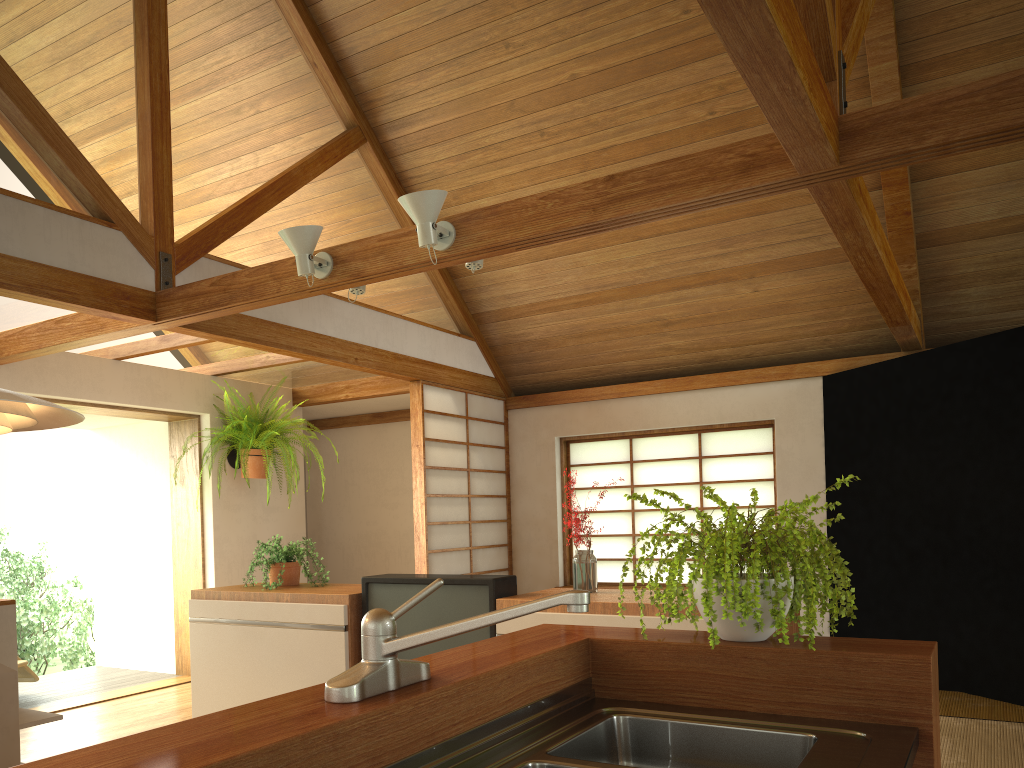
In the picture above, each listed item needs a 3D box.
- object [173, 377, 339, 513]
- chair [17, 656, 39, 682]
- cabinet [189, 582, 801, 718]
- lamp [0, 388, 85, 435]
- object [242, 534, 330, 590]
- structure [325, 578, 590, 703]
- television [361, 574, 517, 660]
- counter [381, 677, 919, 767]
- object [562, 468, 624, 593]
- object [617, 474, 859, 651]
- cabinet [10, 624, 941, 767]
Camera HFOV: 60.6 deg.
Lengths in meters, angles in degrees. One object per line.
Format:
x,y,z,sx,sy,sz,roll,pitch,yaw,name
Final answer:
-1.874,0.471,6.647,1.117,1.122,1.214,-4,-5,23,object
-3.598,1.792,5.596,0.814,0.623,1.232,-2,-7,4,chair
-0.253,1.255,3.734,2.835,0.736,0.523,-7,-5,32,cabinet
-1.443,-1.018,1.088,0.602,2.140,1.671,-2,-3,41,lamp
-1.158,0.941,4.398,0.486,0.374,0.592,-1,-6,-9,object
-0.112,0.382,1.297,0.226,0.174,0.433,3,-9,-42,structure
-0.244,1.084,3.759,0.685,0.537,0.461,-5,-5,31,television
-0.130,0.548,0.684,0.659,0.168,2.438,-6,-10,28,counter
0.292,0.577,3.451,0.242,0.498,0.221,-3,-2,37,object
0.485,0.372,1.831,0.423,0.349,0.533,2,-7,-35,object
-0.157,0.838,0.816,0.897,0.873,2.626,-4,-8,29,cabinet
